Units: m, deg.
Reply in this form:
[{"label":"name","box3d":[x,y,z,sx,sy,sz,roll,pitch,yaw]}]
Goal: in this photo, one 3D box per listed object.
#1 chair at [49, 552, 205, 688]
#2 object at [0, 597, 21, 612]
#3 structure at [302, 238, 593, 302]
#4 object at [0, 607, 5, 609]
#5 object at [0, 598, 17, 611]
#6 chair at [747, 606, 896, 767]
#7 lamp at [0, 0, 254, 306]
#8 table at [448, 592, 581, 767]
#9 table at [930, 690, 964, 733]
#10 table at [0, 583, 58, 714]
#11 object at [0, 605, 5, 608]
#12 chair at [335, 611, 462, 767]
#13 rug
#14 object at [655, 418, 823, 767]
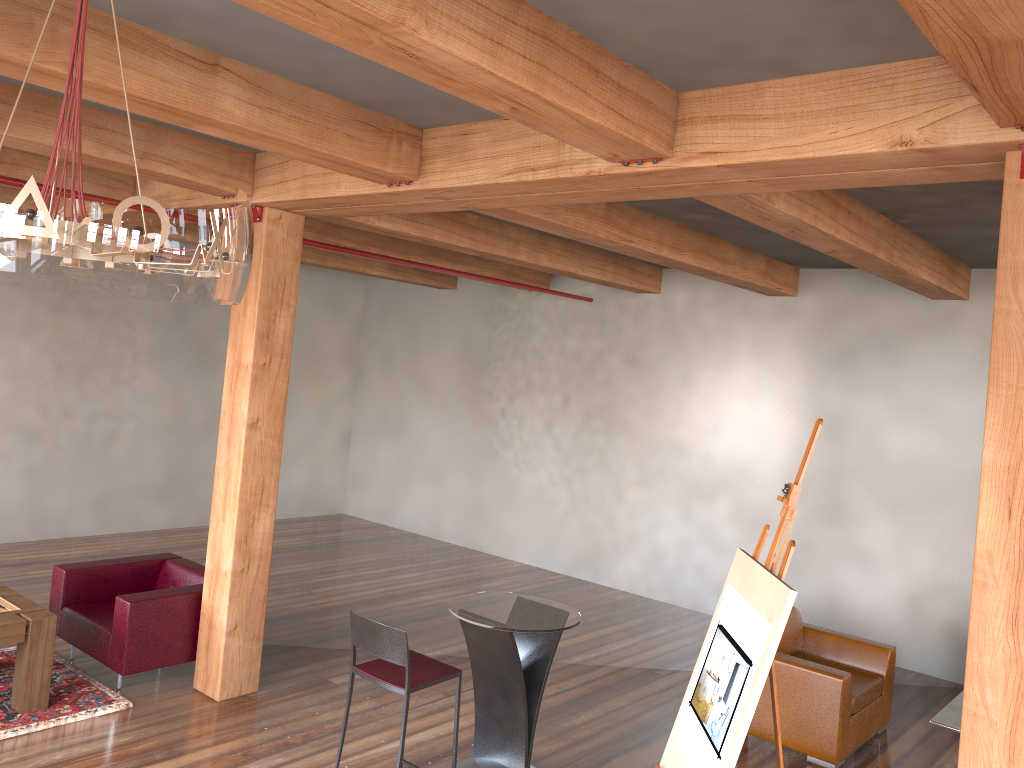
[{"label":"chair","box3d":[-2.469,1.588,6.009,1.073,0.593,0.863,6,1,40]},{"label":"object","box3d":[-3.155,1.288,5.185,0.470,0.001,0.351,6,2,40]},{"label":"structure","box3d":[-1.119,-1.095,7.399,0.051,0.112,6.793,4,0,40]},{"label":"object","box3d":[-3.051,1.292,5.206,0.271,0.008,0.007,6,0,29]},{"label":"object","box3d":[-3.154,1.288,5.186,0.472,0.003,0.331,6,2,40]},{"label":"chair","box3d":[1.976,1.934,5.929,0.832,0.736,1.061,5,0,40]},{"label":"lamp","box3d":[-0.951,-0.619,1.918,0.809,0.816,0.809,5,0,-8]},{"label":"table","box3d":[-0.028,1.683,4.790,0.720,0.925,0.722,6,-1,-25]},{"label":"table","box3d":[3.212,2.165,4.469,1.874,0.561,0.937,6,1,40]},{"label":"table","box3d":[-3.553,1.538,4.737,0.902,0.550,1.746,6,1,40]},{"label":"object","box3d":[-3.067,1.290,5.243,0.271,0.008,0.007,6,0,35]},{"label":"chair","box3d":[-0.543,1.610,4.307,0.430,0.983,0.465,4,-1,40]},{"label":"rug","box3d":[-3.554,1.811,4.770,1.346,0.009,2.456,6,2,40]},{"label":"object","box3d":[0.845,1.176,3.334,0.685,2.143,0.701,5,-1,0]}]
